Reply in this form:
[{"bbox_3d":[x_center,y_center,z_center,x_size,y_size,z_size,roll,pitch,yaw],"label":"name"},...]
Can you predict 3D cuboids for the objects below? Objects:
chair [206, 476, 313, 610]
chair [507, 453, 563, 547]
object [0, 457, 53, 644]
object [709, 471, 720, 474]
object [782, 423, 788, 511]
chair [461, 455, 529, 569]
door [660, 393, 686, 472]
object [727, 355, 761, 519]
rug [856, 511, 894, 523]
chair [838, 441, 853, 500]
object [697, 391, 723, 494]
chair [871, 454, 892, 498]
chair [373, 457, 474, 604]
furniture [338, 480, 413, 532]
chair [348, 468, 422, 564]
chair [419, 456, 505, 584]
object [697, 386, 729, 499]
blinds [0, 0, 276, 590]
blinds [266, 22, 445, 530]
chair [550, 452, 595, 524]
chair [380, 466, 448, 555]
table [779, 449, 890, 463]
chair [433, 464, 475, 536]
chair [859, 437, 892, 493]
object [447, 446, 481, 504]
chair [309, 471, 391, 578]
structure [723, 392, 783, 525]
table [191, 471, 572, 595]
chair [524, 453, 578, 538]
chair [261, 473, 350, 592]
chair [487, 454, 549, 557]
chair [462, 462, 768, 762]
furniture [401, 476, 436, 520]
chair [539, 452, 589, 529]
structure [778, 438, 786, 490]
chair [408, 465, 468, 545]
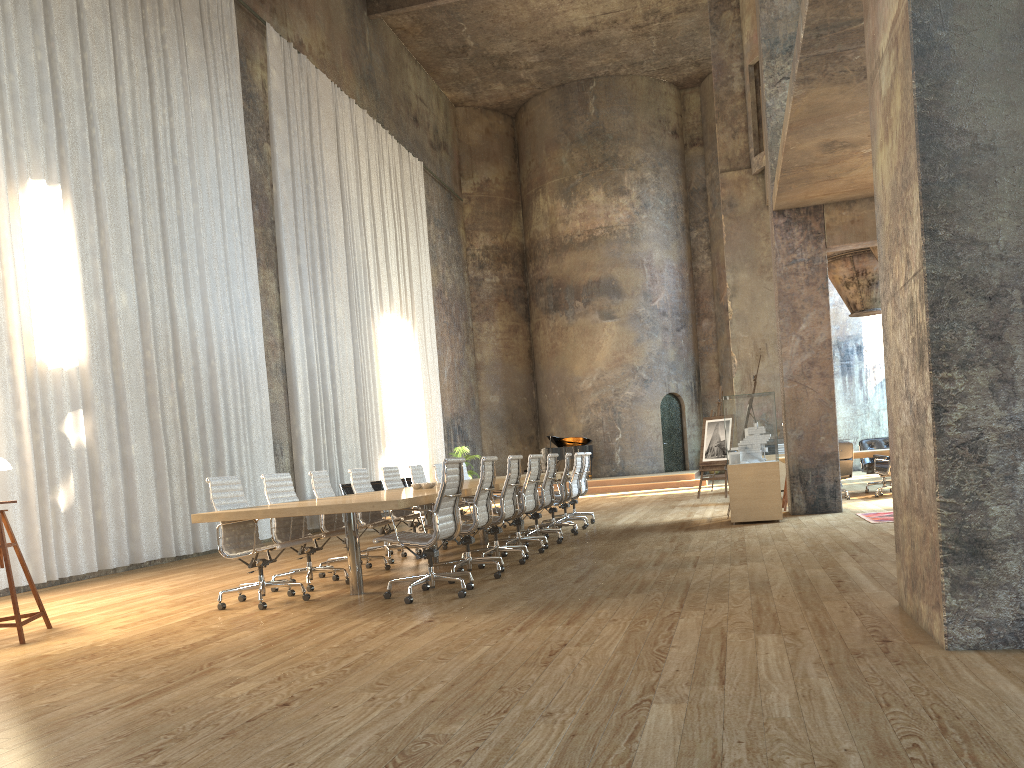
[{"bbox_3d":[-1.973,1.219,6.931,0.701,1.028,0.662,-4,0,20],"label":"chair"},{"bbox_3d":[0.234,1.332,10.107,0.701,1.028,0.662,-4,0,20],"label":"chair"},{"bbox_3d":[-3.500,1.133,6.049,0.654,1.301,0.573,-5,2,-43],"label":"object"},{"bbox_3d":[5.934,2.149,25.706,0.916,0.993,0.903,-5,-1,25],"label":"object"},{"bbox_3d":[4.034,1.099,12.269,0.572,1.301,0.655,-4,1,14],"label":"object"},{"bbox_3d":[-0.203,1.211,8.384,0.701,1.028,0.662,-4,0,20],"label":"chair"},{"bbox_3d":[4.630,1.410,25.561,0.898,2.303,0.091,-5,3,-27],"label":"door"},{"bbox_3d":[3.127,0.708,11.653,0.686,2.153,0.697,-4,2,13],"label":"object"},{"bbox_3d":[5.199,1.412,9.741,2.469,0.009,1.344,-6,-5,14],"label":"rug"},{"bbox_3d":[4.822,1.336,13.433,0.730,0.894,0.820,-5,-1,8],"label":"chair"},{"bbox_3d":[4.290,1.239,18.537,0.687,2.153,0.696,-3,2,40],"label":"object"},{"bbox_3d":[5.806,1.238,13.210,0.728,0.894,0.823,-4,-1,-12],"label":"chair"},{"bbox_3d":[-0.662,1.084,6.578,0.701,1.028,0.662,-4,0,20],"label":"chair"},{"bbox_3d":[-2.311,2.113,15.511,0.710,0.842,1.868,-5,-4,14],"label":"furniture"},{"bbox_3d":[-1.360,1.404,9.509,0.701,1.028,0.662,-4,0,20],"label":"chair"},{"bbox_3d":[-0.426,1.148,7.495,0.701,1.028,0.662,-4,0,18],"label":"chair"},{"bbox_3d":[3.928,1.100,16.683,0.679,2.153,0.704,-6,3,-44],"label":"object"},{"bbox_3d":[-5.003,-2.129,10.275,0.275,8.665,7.803,-4,-1,15],"label":"blinds"},{"bbox_3d":[-2.879,-1.540,18.641,0.275,8.665,7.803,-4,-1,15],"label":"blinds"},{"bbox_3d":[0.849,1.516,12.684,0.701,1.028,0.662,-4,0,20],"label":"chair"},{"bbox_3d":[-1.141,1.464,10.360,0.701,1.028,0.662,-4,0,23],"label":"chair"},{"bbox_3d":[5.491,1.430,14.009,2.416,0.702,1.102,-6,-3,14],"label":"table"},{"bbox_3d":[-0.699,1.588,12.120,0.701,1.028,0.662,-4,0,18],"label":"chair"},{"bbox_3d":[6.166,1.336,14.613,0.731,0.894,0.819,-5,-1,15],"label":"chair"},{"bbox_3d":[-1.228,2.247,21.311,1.093,1.460,1.127,-5,0,5],"label":"object"},{"bbox_3d":[-1.578,1.339,8.603,0.700,1.028,0.663,-4,0,14],"label":"chair"},{"bbox_3d":[2.950,0.917,10.797,0.596,1.552,0.739,-4,1,14],"label":"structure"},{"bbox_3d":[-0.571,1.507,9.890,1.605,0.759,7.700,-5,-5,14],"label":"table"},{"bbox_3d":[0.469,1.395,11.008,0.700,1.028,0.663,-4,0,14],"label":"chair"},{"bbox_3d":[-1.789,1.281,7.775,0.701,1.028,0.662,-4,0,23],"label":"chair"},{"bbox_3d":[0.015,1.272,9.255,0.701,1.028,0.662,-4,0,23],"label":"chair"},{"bbox_3d":[2.264,1.374,12.270,12.984,1.033,31.448,-6,-5,14],"label":"chair"},{"bbox_3d":[-1.724,2.276,17.822,0.710,0.842,1.868,-5,-4,14],"label":"furniture"},{"bbox_3d":[0.671,1.454,11.839,0.701,1.028,0.662,-4,0,23],"label":"chair"},{"bbox_3d":[5.206,1.576,17.108,0.745,1.017,0.732,-5,0,14],"label":"structure"},{"bbox_3d":[-0.923,1.525,11.231,0.701,1.028,0.662,-4,0,20],"label":"chair"}]
